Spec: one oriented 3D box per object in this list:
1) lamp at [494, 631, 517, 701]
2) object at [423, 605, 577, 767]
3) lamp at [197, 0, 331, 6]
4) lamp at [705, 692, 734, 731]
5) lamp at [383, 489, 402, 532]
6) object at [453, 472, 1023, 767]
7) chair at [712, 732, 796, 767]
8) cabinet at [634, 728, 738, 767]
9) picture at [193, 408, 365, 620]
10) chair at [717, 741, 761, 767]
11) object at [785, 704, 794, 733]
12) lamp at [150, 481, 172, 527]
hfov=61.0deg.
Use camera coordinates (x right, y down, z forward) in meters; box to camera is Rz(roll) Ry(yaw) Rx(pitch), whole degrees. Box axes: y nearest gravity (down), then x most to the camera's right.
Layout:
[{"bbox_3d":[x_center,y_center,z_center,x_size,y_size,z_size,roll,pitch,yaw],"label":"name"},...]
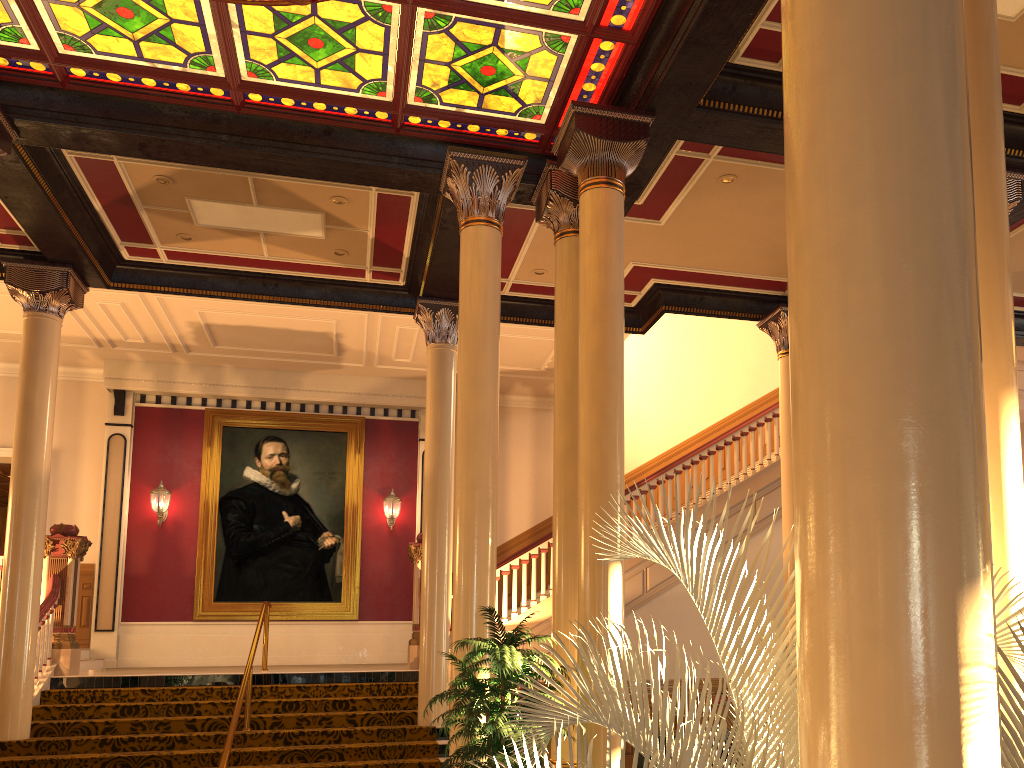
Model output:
[{"bbox_3d":[-0.225,4.046,10.666,0.576,1.970,0.597,-1,-8,5],"label":"lamp"},{"bbox_3d":[-0.068,2.649,6.210,1.047,2.106,1.091,-6,-11,35],"label":"object"},{"bbox_3d":[-1.678,-2.734,4.270,3.058,0.589,3.028,4,-17,-14],"label":"lamp"},{"bbox_3d":[2.344,3.690,9.796,0.326,0.411,0.320,3,-11,-16],"label":"lamp"},{"bbox_3d":[-2.020,2.126,14.622,0.324,0.715,0.397,2,-9,-12],"label":"lamp"},{"bbox_3d":[0.496,1.347,2.009,1.873,2.209,2.041,5,-12,-24],"label":"object"},{"bbox_3d":[2.469,4.020,8.811,0.718,0.900,0.628,9,-14,-42],"label":"chair"},{"bbox_3d":[2.012,4.284,9.597,1.278,0.849,0.553,3,-10,-14],"label":"cabinet"},{"bbox_3d":[-3.780,2.151,14.305,2.595,3.380,0.055,3,-7,-15],"label":"picture"},{"bbox_3d":[2.087,3.559,7.548,0.736,1.076,0.766,0,-10,2],"label":"chair"},{"bbox_3d":[3.424,3.992,9.627,0.971,1.405,1.185,-3,-11,16],"label":"object"},{"bbox_3d":[-5.538,1.889,13.711,0.324,0.715,0.397,2,-9,-12],"label":"lamp"}]
